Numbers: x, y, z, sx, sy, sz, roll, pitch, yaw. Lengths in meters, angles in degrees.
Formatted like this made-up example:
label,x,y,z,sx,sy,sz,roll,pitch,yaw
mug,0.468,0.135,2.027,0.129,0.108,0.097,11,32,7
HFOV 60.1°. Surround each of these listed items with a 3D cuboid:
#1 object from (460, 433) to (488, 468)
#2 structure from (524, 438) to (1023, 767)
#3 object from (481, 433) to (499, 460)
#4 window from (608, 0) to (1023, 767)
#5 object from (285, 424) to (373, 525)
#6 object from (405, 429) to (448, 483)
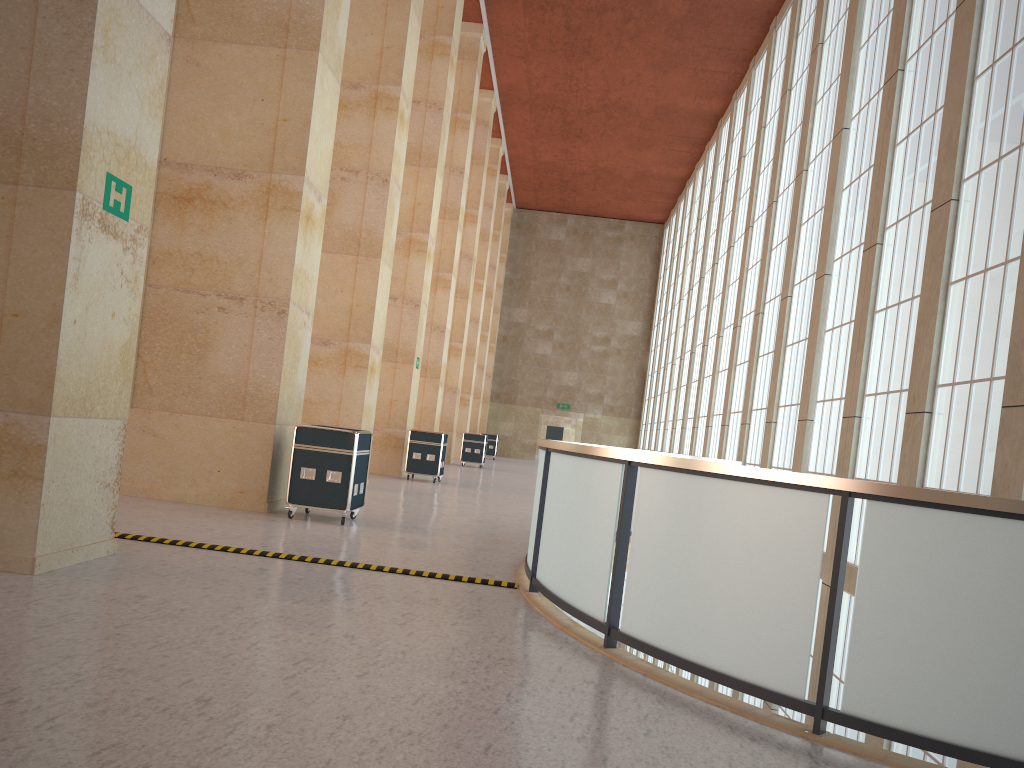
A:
label,x,y,z,sx,sy,sz,roll,pitch,yaw
object,-1.744,3.044,40.614,1.055,1.542,1.273,7,-1,3
structure,2.761,1.873,10.924,5.249,1.795,13.077,7,-3,-8
object,-1.432,3.791,53.709,1.055,1.542,1.273,7,-1,3
window,9.656,3.971,76.165,0.010,28.639,165.101,7,-3,3
object,-3.037,1.486,14.722,1.055,1.542,1.273,7,-1,3
object,-2.617,2.209,27.137,1.055,1.542,1.273,7,-1,3
